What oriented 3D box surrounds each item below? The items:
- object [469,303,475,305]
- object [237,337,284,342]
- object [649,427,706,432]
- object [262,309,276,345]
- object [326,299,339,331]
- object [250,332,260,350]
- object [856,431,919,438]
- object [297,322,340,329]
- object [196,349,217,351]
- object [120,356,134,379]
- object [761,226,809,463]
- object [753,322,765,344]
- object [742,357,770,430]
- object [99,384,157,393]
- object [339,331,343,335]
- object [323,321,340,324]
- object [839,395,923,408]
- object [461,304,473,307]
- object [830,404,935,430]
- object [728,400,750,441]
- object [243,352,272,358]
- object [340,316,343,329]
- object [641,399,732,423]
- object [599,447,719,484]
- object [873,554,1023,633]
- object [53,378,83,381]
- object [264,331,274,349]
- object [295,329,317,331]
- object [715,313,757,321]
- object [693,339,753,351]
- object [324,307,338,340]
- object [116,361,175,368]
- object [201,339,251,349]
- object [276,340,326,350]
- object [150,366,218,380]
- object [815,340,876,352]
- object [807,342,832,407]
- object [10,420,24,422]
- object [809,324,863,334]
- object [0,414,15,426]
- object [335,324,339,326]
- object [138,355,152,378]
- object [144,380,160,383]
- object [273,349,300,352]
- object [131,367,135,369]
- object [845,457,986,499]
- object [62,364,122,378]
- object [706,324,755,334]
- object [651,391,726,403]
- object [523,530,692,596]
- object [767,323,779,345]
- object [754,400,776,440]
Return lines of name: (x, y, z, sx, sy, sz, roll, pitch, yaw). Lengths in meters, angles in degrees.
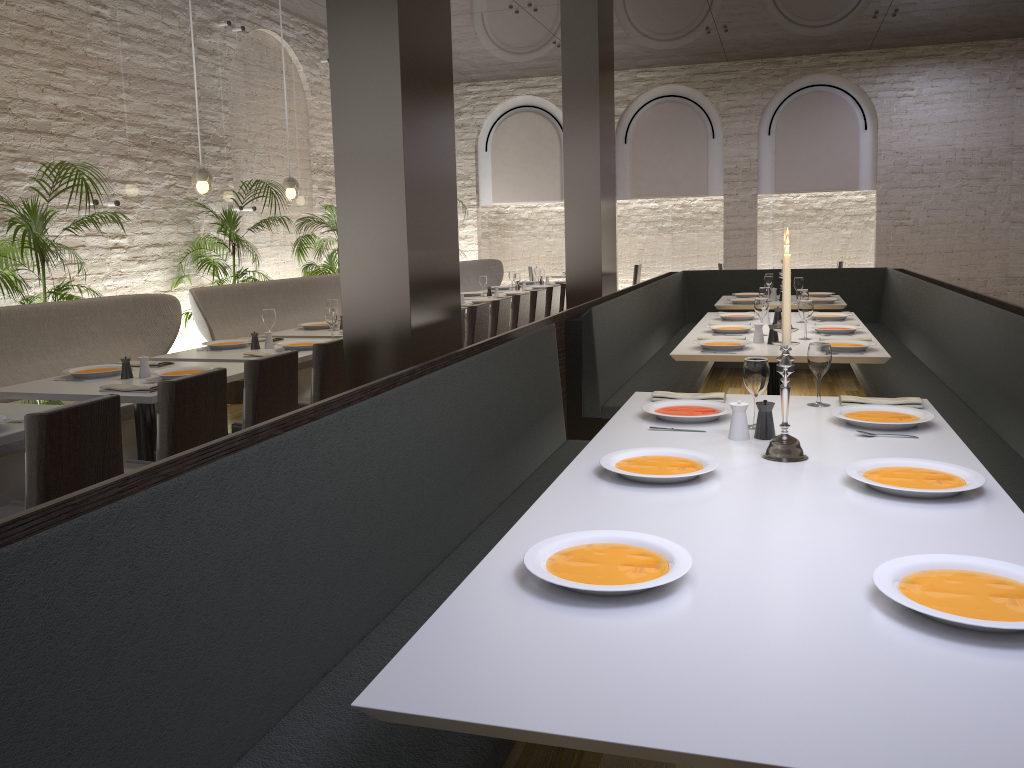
object: (-0.334, -0.777, 8.618, 0.181, 0.015, 0.038, 2, 10, 18)
object: (-1.689, -0.298, 5.951, 0.273, 0.033, 0.143, 1, 10, 17)
object: (0.545, 0.149, 2.912, 0.185, 0.010, 0.017, 1, 9, 17)
object: (-1.559, -0.367, 5.706, 0.086, 0.229, 0.087, -6, 9, -31)
object: (-1.316, -0.506, 6.501, 0.086, 0.229, 0.086, -5, 8, -25)
object: (-1.593, -0.271, 5.491, 0.059, 0.109, 0.060, 2, 8, 25)
object: (1.162, 0.157, 2.747, 0.181, 0.015, 0.038, 2, 10, 18)
object: (-1.468, -0.441, 6.736, 0.321, 0.036, 0.323, -2, 9, 0)
object: (-1.863, -0.208, 5.460, 0.185, 0.010, 0.017, 1, 9, 17)
object: (-1.922, -0.083, 4.416, 0.059, 0.109, 0.060, 0, 8, 9)
object: (0.772, -0.115, 2.499, 0.131, 0.653, 0.392, 2, 9, 28)
object: (1.425, -0.295, 5.120, 0.069, 0.126, 0.069, 5, 10, 40)
object: (0.803, 0.031, 2.916, 0.086, 0.229, 0.087, 3, 8, 29)
object: (-1.727, 0.018, 4.058, 0.273, 0.033, 0.143, 1, 10, 17)
object: (-1.060, -0.362, 6.237, 0.273, 0.033, 0.143, 1, 10, 17)
object: (-1.351, -0.490, 7.055, 0.273, 0.033, 0.143, 1, 10, 17)
object: (1.348, 0.061, 3.248, 0.273, 0.033, 0.143, 1, 10, 17)
object: (-0.382, -0.748, 8.450, 0.273, 0.033, 0.143, 1, 10, 17)
object: (1.225, 0.115, 2.939, 0.322, 0.036, 0.323, 5, 12, 36)
object: (0.711, 0.114, 2.774, 0.069, 0.126, 0.069, 0, 8, 11)
object: (-1.398, -0.170, 5.133, 0.273, 0.033, 0.143, 1, 10, 17)
object: (-1.255, -0.463, 6.595, 0.059, 0.109, 0.060, 0, 8, 9)
object: (0.619, 0.101, 3.126, 0.322, 0.036, 0.323, 5, 12, 36)
object: (0.398, 0.227, 2.405, 0.321, 0.036, 0.323, -3, 9, -7)
object: (0.789, 0.364, 1.513, 0.321, 0.036, 0.323, -3, 9, -7)
object: (-2.192, -0.020, 4.385, 0.185, 0.010, 0.017, 1, 9, 17)
object: (-1.513, -0.277, 5.514, 0.059, 0.109, 0.060, 2, 8, 25)
object: (-1.525, -0.401, 6.564, 0.185, 0.010, 0.017, 1, 9, 17)
object: (1.661, -0.493, 6.529, 0.322, 0.036, 0.323, 1, 10, 13)
object: (1.174, -0.215, 4.937, 0.321, 0.036, 0.323, 1, 10, 15)
object: (-1.157, -0.376, 5.691, 0.086, 0.229, 0.087, -6, 9, -31)
object: (-2.018, -0.110, 4.877, 0.273, 0.033, 0.143, 1, 10, 17)
object: (-1.806, -0.248, 5.632, 0.322, 0.036, 0.323, -9, 12, -37)
object: (-1.292, -0.236, 5.473, 0.322, 0.036, 0.323, -9, 12, -37)
object: (-1.621, -0.049, 4.398, 0.322, 0.036, 0.323, -2, 9, -5)
object: (1.780, -0.201, 4.750, 0.321, 0.036, 0.323, -3, 9, -7)
object: (1.130, -0.035, 3.258, 0.086, 0.229, 0.087, 3, 8, 29)
object: (-1.937, 0.139, 3.382, 0.185, 0.010, 0.017, 1, 9, 17)
object: (2.020, -0.338, 5.535, 0.322, 0.036, 0.323, 5, 12, 36)
object: (-1.985, 0.158, 3.211, 0.322, 0.036, 0.323, -2, 9, -5)
object: (-1.420, -0.463, 6.905, 0.181, 0.015, 0.038, 2, 10, 18)
object: (-1.842, -0.089, 4.439, 0.059, 0.109, 0.060, 0, 8, 9)
object: (-1.679, -0.011, 4.227, 0.181, 0.015, 0.038, 2, 10, 18)
object: (-1.350, -0.198, 5.301, 0.181, 0.015, 0.038, 2, 10, 18)
object: (-2.087, -0.083, 4.727, 0.181, 0.015, 0.038, 2, 10, 18)
object: (1.004, 0.241, 2.218, 0.321, 0.036, 0.323, -3, 9, -7)
object: (-2.135, -0.061, 4.557, 0.322, 0.036, 0.323, -2, 9, -5)
object: (1.414, -0.352, 5.722, 0.322, 0.036, 0.323, 5, 12, 36)
object: (0.690, 0.046, 3.449, 0.273, 0.033, 0.143, 1, 10, 17)
object: (0.182, 0.349, 1.700, 0.321, 0.036, 0.323, -3, 9, -7)
object: (1.489, -0.285, 5.049, 0.069, 0.126, 0.069, -8, 10, -41)
object: (0.793, 0.112, 2.774, 0.069, 0.126, 0.069, 0, 8, 11)
